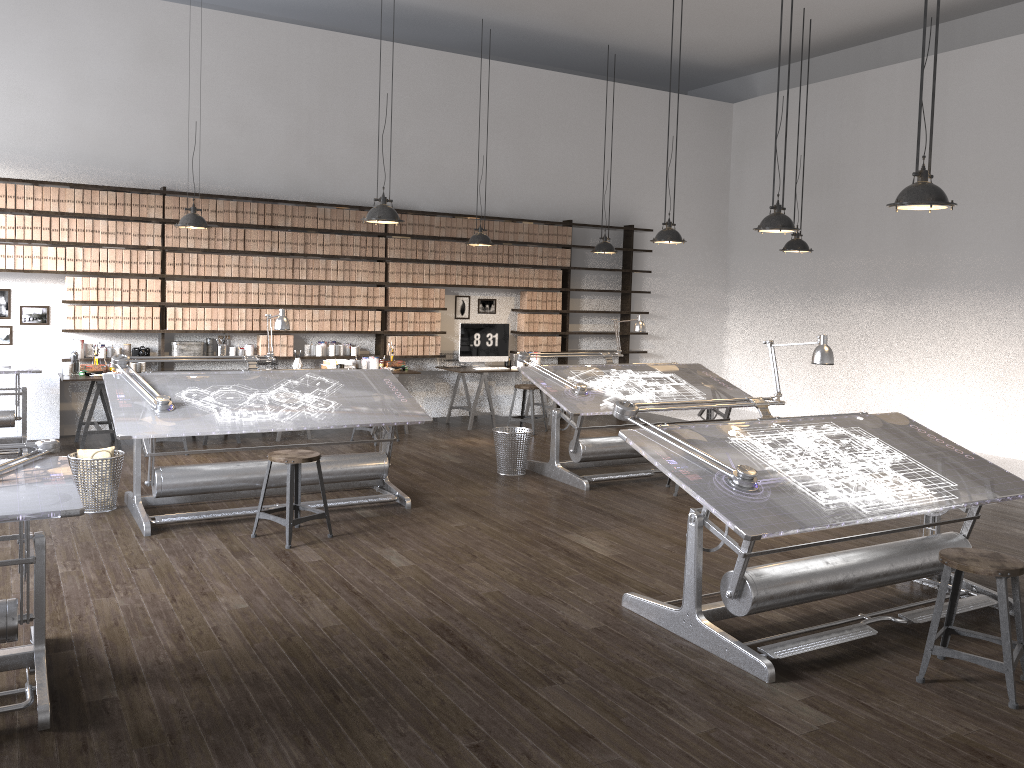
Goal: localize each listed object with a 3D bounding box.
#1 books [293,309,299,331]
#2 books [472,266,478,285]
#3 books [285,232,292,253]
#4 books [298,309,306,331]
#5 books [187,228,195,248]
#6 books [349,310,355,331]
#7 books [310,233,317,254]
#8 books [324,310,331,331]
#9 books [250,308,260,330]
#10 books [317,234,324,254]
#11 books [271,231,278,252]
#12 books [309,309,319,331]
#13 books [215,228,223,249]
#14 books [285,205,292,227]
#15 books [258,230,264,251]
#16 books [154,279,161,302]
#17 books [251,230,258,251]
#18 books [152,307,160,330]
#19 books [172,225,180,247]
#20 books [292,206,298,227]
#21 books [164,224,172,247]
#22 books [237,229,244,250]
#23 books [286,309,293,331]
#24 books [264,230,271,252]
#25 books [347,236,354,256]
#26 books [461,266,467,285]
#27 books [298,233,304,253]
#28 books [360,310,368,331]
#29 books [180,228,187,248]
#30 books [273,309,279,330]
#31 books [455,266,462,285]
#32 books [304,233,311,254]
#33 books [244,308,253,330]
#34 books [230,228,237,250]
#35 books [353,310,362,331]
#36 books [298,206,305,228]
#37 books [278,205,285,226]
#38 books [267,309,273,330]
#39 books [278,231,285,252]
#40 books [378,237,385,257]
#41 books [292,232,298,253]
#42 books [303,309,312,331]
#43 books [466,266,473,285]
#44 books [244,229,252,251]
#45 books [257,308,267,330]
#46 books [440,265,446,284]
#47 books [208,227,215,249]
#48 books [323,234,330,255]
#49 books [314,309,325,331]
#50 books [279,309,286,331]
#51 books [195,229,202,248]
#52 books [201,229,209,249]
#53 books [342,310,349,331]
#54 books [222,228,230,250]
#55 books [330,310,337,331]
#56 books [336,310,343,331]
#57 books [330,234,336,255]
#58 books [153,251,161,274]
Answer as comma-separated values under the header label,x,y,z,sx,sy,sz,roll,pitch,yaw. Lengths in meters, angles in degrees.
label,x,y,z,sx,sy,sz,roll,pitch,yaw
books,-2.335,-0.687,9.482,0.067,0.225,0.175,0,4,-30
books,-0.473,-1.285,10.522,0.067,0.225,0.175,0,4,-30
books,-2.390,-1.497,9.390,0.067,0.225,0.175,0,4,-30
books,-2.274,-0.689,9.516,0.067,0.225,0.175,0,4,-30
books,-3.237,-1.472,8.899,0.067,0.225,0.175,0,4,-30
books,-1.796,-0.703,9.794,0.067,0.225,0.175,0,4,-30
books,-2.158,-1.504,9.526,0.067,0.225,0.175,0,4,-30
books,-2.035,-0.695,9.648,0.067,0.225,0.175,0,4,-30
books,-2.693,-0.676,9.268,0.067,0.225,0.175,0,4,-30
books,-2.095,-1.505,9.558,0.067,0.225,0.175,0,4,-30
books,-2.517,-1.493,9.316,0.067,0.225,0.175,0,4,-30
books,-2.149,-0.692,9.585,0.067,0.225,0.175,0,4,-30
books,-3.007,-1.479,9.035,0.067,0.225,0.175,0,4,-30
books,-2.387,-1.773,9.372,0.067,0.225,0.175,0,4,-30
books,-2.640,-1.489,9.240,0.067,0.225,0.175,0,4,-30
books,-3.522,-0.922,8.767,0.067,0.225,0.175,0,4,-30
books,-2.697,-1.488,9.212,0.067,0.225,0.175,0,4,-30
books,-3.535,-0.652,8.780,0.067,0.225,0.175,0,4,-30
books,-3.362,-1.469,8.829,0.067,0.225,0.175,0,4,-30
books,-2.329,-1.775,9.410,0.067,0.225,0.175,0,4,-30
books,-3.423,-1.468,8.795,0.067,0.225,0.175,0,4,-30
books,-2.816,-1.484,9.140,0.067,0.225,0.175,0,4,-30
books,-2.393,-0.685,9.444,0.067,0.225,0.175,0,4,-30
books,-2.578,-1.491,9.277,0.067,0.225,0.175,0,4,-30
books,-1.803,-1.514,9.733,0.067,0.225,0.175,0,4,-30
books,-0.602,-1.281,10.447,0.067,0.225,0.175,0,4,-30
books,-2.276,-1.500,9.452,0.067,0.225,0.175,0,4,-30
books,-1.667,-0.707,9.868,0.067,0.225,0.175,0,4,-30
books,-3.299,-1.470,8.861,0.067,0.225,0.175,0,4,-30
books,-2.517,-0.681,9.368,0.067,0.225,0.175,0,4,-30
books,-0.661,-1.279,10.408,0.067,0.225,0.175,0,4,-30
books,-2.219,-1.502,9.493,0.067,0.225,0.175,0,4,-30
books,-2.761,-0.675,9.235,0.067,0.225,0.175,0,4,-30
books,-2.884,-1.483,9.107,0.067,0.225,0.175,0,4,-30
books,-1.728,-0.704,9.827,0.067,0.225,0.175,0,4,-30
books,-2.267,-1.776,9.443,0.067,0.225,0.175,0,4,-30
books,-2.448,-1.770,9.332,0.067,0.225,0.175,0,4,-30
books,-2.574,-0.680,9.341,0.067,0.225,0.175,0,4,-30
books,-2.451,-1.495,9.352,0.067,0.225,0.175,0,4,-30
books,-1.484,-1.523,9.915,0.067,0.225,0.175,0,4,-30
books,-2.336,-1.499,9.422,0.067,0.225,0.175,0,4,-30
books,-2.211,-0.690,9.547,0.067,0.225,0.175,0,4,-30
books,-0.534,-1.283,10.480,0.067,0.225,0.175,0,4,-30
books,-2.755,-1.487,9.182,0.067,0.225,0.175,0,4,-30
books,-2.632,-0.679,9.310,0.067,0.225,0.175,0,4,-30
books,-0.841,-1.274,10.301,0.067,0.225,0.175,0,4,-30
books,-3.068,-1.478,9.000,0.067,0.225,0.175,0,4,-30
books,-2.033,-1.507,9.596,0.067,0.225,0.175,0,4,-30
books,-2.095,-0.694,9.618,0.067,0.225,0.175,0,4,-30
books,-2.454,-0.683,9.405,0.067,0.225,0.175,0,4,-30
books,-3.184,-1.474,8.932,0.067,0.225,0.175,0,4,-30
books,-3.124,-1.475,8.961,0.067,0.225,0.175,0,4,-30
books,-1.855,-0.701,9.754,0.067,0.225,0.175,0,4,-30
books,-2.943,-1.481,9.067,0.067,0.225,0.175,0,4,-30
books,-1.980,-0.698,9.687,0.067,0.225,0.175,0,4,-30
books,-1.919,-0.699,9.722,0.067,0.225,0.175,0,4,-30
books,-1.979,-1.509,9.629,0.067,0.225,0.175,0,4,-30
books,-3.520,-1.198,8.758,0.067,0.225,0.175,0,4,-30
